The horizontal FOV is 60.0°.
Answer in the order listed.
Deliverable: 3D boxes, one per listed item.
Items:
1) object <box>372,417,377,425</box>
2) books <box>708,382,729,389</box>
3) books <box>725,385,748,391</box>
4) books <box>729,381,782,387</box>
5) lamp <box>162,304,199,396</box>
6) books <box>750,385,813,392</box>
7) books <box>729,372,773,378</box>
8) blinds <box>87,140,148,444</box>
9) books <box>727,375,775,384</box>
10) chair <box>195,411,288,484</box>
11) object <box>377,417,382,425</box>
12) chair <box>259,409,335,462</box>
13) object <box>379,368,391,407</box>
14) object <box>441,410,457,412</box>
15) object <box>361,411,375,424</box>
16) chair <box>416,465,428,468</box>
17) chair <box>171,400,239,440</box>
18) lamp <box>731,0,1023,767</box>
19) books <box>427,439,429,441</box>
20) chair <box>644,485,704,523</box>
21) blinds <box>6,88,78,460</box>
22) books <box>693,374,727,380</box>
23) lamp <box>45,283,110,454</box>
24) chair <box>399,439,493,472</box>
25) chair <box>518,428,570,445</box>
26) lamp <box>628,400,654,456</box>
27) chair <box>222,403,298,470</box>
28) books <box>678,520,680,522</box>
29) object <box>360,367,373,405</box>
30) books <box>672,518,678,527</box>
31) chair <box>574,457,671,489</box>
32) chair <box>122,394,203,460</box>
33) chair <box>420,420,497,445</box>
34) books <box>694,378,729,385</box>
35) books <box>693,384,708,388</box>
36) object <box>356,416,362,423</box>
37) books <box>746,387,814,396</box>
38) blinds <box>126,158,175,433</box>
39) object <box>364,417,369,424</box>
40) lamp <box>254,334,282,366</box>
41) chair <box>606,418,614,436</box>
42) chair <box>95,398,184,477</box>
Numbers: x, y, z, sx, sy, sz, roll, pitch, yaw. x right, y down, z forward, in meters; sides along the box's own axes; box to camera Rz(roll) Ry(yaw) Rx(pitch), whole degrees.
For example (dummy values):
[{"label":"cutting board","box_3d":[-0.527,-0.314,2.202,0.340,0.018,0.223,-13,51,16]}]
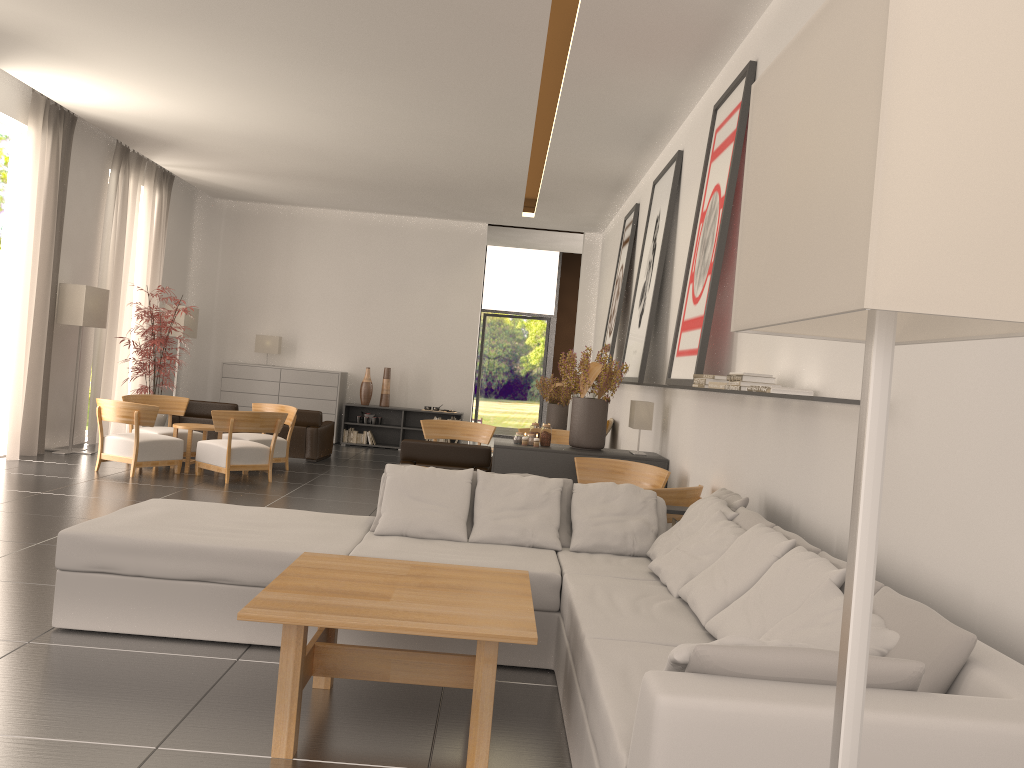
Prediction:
[{"label":"object","box_3d":[-3.595,0.966,23.115,0.135,0.179,0.135,5,0,-30]},{"label":"books","box_3d":[2.068,0.027,8.330,0.301,0.064,0.406,5,1,-11]},{"label":"books","box_3d":[2.046,0.046,7.611,0.316,0.040,0.504,5,1,-1]},{"label":"books","box_3d":[2.082,0.009,7.612,0.350,0.039,0.525,5,1,4]},{"label":"lamp","box_3d":[-8.378,-0.349,22.167,0.908,3.179,1.000,5,0,-1]},{"label":"books","box_3d":[2.103,0.035,6.928,0.337,0.018,0.433,5,1,-6]},{"label":"books","box_3d":[2.051,-0.077,7.617,0.256,0.023,0.434,5,1,-1]},{"label":"blinds","box_3d":[-8.530,-1.958,19.088,0.415,6.433,1.549,5,0,3]},{"label":"books","box_3d":[2.044,-0.040,7.603,0.284,0.053,0.485,5,1,-1]},{"label":"chair","box_3d":[-4.704,1.033,15.305,1.152,1.227,1.450,5,0,44]},{"label":"object","box_3d":[-3.489,0.973,23.322,0.135,0.179,0.136,5,0,5]},{"label":"chair","box_3d":[-4.766,1.048,19.309,1.538,1.076,1.499,5,0,-1]},{"label":"object","box_3d":[-3.322,0.082,23.366,0.262,1.025,0.262,5,0,3]},{"label":"object","box_3d":[-1.682,0.712,23.348,0.293,0.034,0.406,4,1,-43]},{"label":"object","box_3d":[-3.792,0.881,23.294,0.414,0.309,0.142,5,0,14]},{"label":"chair","box_3d":[-0.334,1.487,9.199,1.453,1.227,1.150,5,0,24]},{"label":"chair","box_3d":[-6.546,0.893,19.287,1.538,1.076,1.499,5,0,-1]},{"label":"lamp","box_3d":[0.855,0.692,2.222,0.908,3.179,1.000,5,0,-1]},{"label":"books","box_3d":[-2.223,1.512,23.162,0.156,0.371,0.252,5,0,-1]},{"label":"chair","box_3d":[1.316,1.628,9.435,1.152,1.227,1.450,5,0,44]},{"label":"blinds","box_3d":[-8.487,-1.916,15.854,0.417,6.433,1.550,5,0,-5]},{"label":"books","box_3d":[2.070,-0.063,8.944,0.299,0.040,0.526,5,1,-11]},{"label":"lamp","box_3d":[-8.312,-0.282,16.968,0.908,3.179,1.000,5,0,-1]},{"label":"chair","box_3d":[-1.054,1.432,14.183,1.538,1.076,1.499,5,0,-1]},{"label":"chair","box_3d":[0.792,1.489,16.544,1.452,1.227,1.151,5,0,-1]},{"label":"lamp","box_3d":[1.834,0.626,12.701,0.257,0.758,0.514,5,0,-1]},{"label":"chair","box_3d":[-4.863,0.999,17.005,1.453,1.227,1.150,5,0,39]},{"label":"books","box_3d":[1.593,1.419,8.412,0.028,0.222,0.175,5,0,-1]},{"label":"object","box_3d":[-3.792,0.060,23.139,0.327,0.992,0.326,5,0,23]},{"label":"books","box_3d":[1.536,1.404,8.414,0.015,0.241,0.180,5,0,-1]},{"label":"chair","box_3d":[1.158,1.594,11.135,1.453,1.227,1.150,5,0,39]},{"label":"chair","box_3d":[-6.569,0.854,16.716,1.151,1.227,1.451,5,0,34]},{"label":"chair","box_3d":[-1.061,1.327,16.521,1.452,1.227,1.151,5,0,-1]},{"label":"books","box_3d":[2.081,-0.011,8.940,0.391,0.063,0.497,5,1,-1]},{"label":"books","box_3d":[2.064,0.035,8.952,0.376,0.032,0.504,5,1,-1]},{"label":"object","box_3d":[-4.002,0.930,23.156,0.135,0.179,0.136,5,0,0]},{"label":"books","box_3d":[2.090,0.060,6.934,0.337,0.034,0.517,5,1,-6]},{"label":"blinds","box_3d":[-8.550,-1.980,20.781,0.417,6.433,1.550,5,0,-5]},{"label":"object","box_3d":[-3.802,0.948,23.084,0.135,0.179,0.136,5,0,0]},{"label":"lamp","box_3d":[-6.495,-0.888,23.580,0.619,0.796,0.309,5,0,-1]},{"label":"chair","box_3d":[0.797,1.348,18.155,2.422,1.486,1.299,5,0,9]},{"label":"chair","box_3d":[-6.355,0.892,15.069,1.453,1.227,1.150,5,0,24]}]
